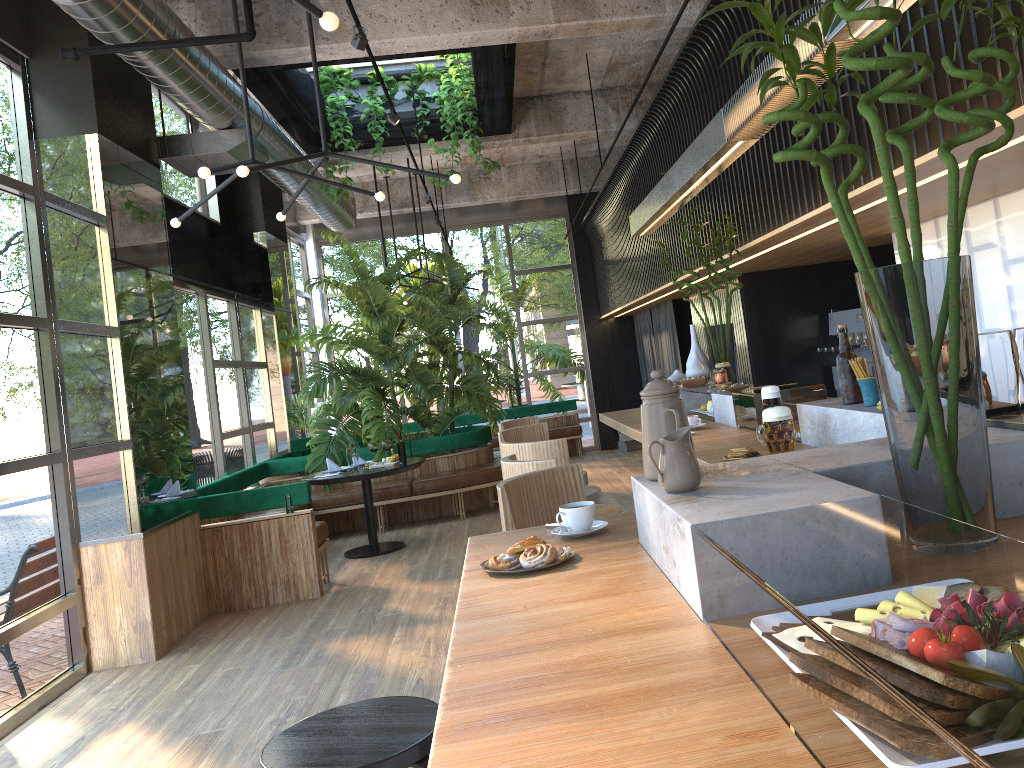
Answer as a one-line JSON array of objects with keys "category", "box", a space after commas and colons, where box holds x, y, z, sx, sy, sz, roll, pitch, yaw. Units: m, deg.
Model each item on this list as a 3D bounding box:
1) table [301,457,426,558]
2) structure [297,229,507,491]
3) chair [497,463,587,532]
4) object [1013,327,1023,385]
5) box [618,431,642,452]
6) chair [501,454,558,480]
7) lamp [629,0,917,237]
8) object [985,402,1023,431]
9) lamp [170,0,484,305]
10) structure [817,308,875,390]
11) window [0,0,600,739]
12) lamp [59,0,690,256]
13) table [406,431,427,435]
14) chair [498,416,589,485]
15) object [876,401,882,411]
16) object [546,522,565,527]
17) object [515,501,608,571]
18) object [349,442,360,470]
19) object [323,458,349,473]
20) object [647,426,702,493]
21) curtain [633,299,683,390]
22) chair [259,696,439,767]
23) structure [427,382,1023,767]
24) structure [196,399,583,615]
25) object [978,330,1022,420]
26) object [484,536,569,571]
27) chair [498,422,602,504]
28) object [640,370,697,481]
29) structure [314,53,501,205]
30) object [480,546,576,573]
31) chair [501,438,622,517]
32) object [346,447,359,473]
[{"category": "table", "box": [-1.288, 1.134, 8.026, 1.155, 0.752, 1.044, -8, 0, -35]}, {"category": "structure", "box": [-1.326, -0.204, 10.428, 2.511, 3.440, 2.581, -7, -1, -19]}, {"category": "chair", "box": [0.286, 0.764, 2.817, 0.518, 0.970, 0.575, -9, -2, 44]}, {"category": "object", "box": [1.289, -0.037, 2.166, 0.100, 0.209, 0.111, -9, -3, 41]}, {"category": "box", "box": [1.747, 0.770, 13.282, 0.340, 0.442, 0.272, -7, -2, -15]}, {"category": "chair", "box": [0.288, 0.749, 3.583, 0.576, 0.970, 0.518, -6, -2, -43]}, {"category": "lamp", "box": [2.100, -2.268, 3.512, 5.066, 2.135, 6.623, -8, 1, -9]}, {"category": "object", "box": [1.223, 0.071, 2.030, 0.275, 0.019, 0.433, -8, 1, -2]}, {"category": "lamp", "box": [0.266, -2.182, 4.281, 5.132, 1.825, 18.726, -8, 1, -1]}, {"category": "structure", "box": [2.981, 0.135, 7.386, 0.555, 1.596, 0.830, -7, -2, -2]}, {"category": "window", "box": [-1.007, -1.721, 3.876, 4.176, 6.501, 20.172, -8, 1, -1]}, {"category": "lamp", "box": [-0.816, -2.278, 8.437, 3.832, 1.533, 9.914, -8, 1, -4]}, {"category": "table", "box": [-1.344, 1.064, 11.944, 1.144, 0.752, 1.055, -8, 0, -23]}, {"category": "chair", "box": [0.242, 0.708, 5.939, 0.542, 0.970, 0.551, -8, -2, 7]}, {"category": "object", "box": [1.175, 0.036, 2.621, 0.189, 0.073, 0.231, -8, 1, 17]}, {"category": "object", "box": [0.118, 0.362, 2.283, 0.030, 0.027, 0.130, -7, 1, -24]}, {"category": "object", "box": [0.071, 0.350, 2.081, 0.174, 0.073, 0.435, -7, 1, 33]}, {"category": "object", "box": [-1.412, 0.649, 7.980, 0.096, 0.245, 0.089, -7, -2, -21]}, {"category": "object", "box": [-1.601, 0.732, 8.055, 0.241, 0.139, 0.224, -8, 0, -20]}, {"category": "object", "box": [0.316, 0.148, 1.729, 0.099, 0.119, 0.087, -8, -1, 5]}, {"category": "curtain", "box": [2.029, -0.065, 12.195, 0.123, 2.061, 3.243, -7, 0, -1]}, {"category": "chair", "box": [-0.318, 1.146, 2.027, 0.523, 0.697, 0.505, -7, -1, -8]}, {"category": "structure", "box": [2.810, 0.177, 3.291, 5.903, 1.732, 7.056, -8, 1, -3]}, {"category": "structure", "box": [0.423, 0.583, 3.896, 6.084, 1.551, 19.925, -8, 1, -1]}, {"category": "object", "box": [1.174, -0.021, 2.145, 0.100, 0.209, 0.111, -9, -3, 41]}, {"category": "object", "box": [0.037, 0.368, 1.935, 0.155, 0.053, 0.161, -7, 1, 41]}, {"category": "chair", "box": [0.252, 0.723, 5.136, 0.572, 0.970, 0.522, -7, -2, -28]}, {"category": "object", "box": [0.326, 0.086, 1.932, 0.124, 0.234, 0.204, -6, -2, -35]}, {"category": "structure", "box": [-0.981, -2.674, 9.168, 2.089, 1.518, 1.466, -8, -1, 25]}, {"category": "object", "box": [0.035, 0.387, 1.941, 0.196, 0.013, 0.215, -7, 1, 33]}, {"category": "chair", "box": [0.280, 0.734, 4.393, 0.530, 0.970, 0.564, -8, -2, 20]}, {"category": "object", "box": [-1.400, 0.669, 7.813, 0.101, 0.209, 0.110, -9, -2, 31]}]
